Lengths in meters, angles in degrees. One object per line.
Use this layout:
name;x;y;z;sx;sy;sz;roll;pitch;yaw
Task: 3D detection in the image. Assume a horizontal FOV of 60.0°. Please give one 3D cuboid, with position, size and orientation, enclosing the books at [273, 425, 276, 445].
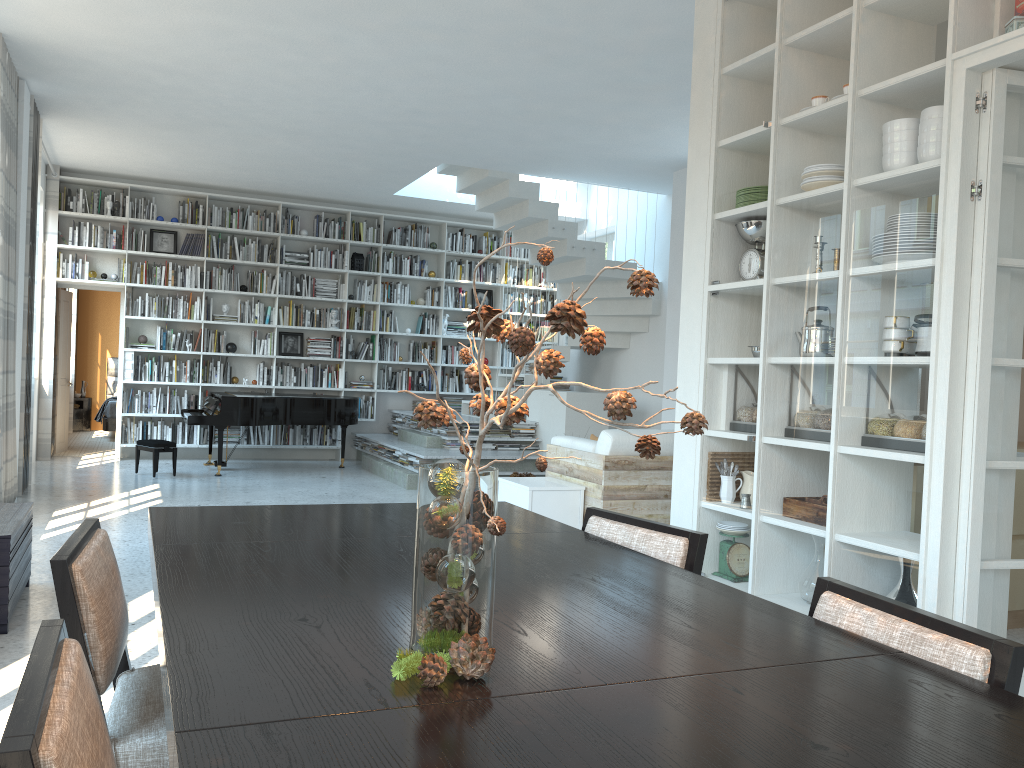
books;-2.929;0.615;10.896;0.026;0.256;0.183;2;1;-23

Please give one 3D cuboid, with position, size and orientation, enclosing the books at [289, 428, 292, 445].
books;-2.752;0.647;10.971;0.028;0.206;0.174;2;1;-23

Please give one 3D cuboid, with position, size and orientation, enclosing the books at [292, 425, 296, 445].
books;-2.706;0.605;11.010;0.026;0.294;0.155;2;1;-23

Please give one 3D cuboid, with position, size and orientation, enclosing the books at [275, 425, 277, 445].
books;-2.910;0.594;10.904;0.014;0.301;0.184;2;1;-23

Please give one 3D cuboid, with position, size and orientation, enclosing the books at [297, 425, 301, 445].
books;-2.655;0.624;11.035;0.028;0.261;0.132;2;1;-23

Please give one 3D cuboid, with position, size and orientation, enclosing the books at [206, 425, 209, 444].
books;-3.633;0.599;10.605;0.023;0.231;0.164;2;1;-23

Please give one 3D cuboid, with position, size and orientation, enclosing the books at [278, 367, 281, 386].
books;-2.870;-0.095;10.894;0.027;0.234;0.167;2;1;-23

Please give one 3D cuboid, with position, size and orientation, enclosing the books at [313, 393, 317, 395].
books;-2.455;0.261;11.024;0.013;0.303;0.181;2;1;-23

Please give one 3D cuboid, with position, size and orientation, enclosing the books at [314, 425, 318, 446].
books;-2.454;0.616;11.099;0.011;0.293;0.184;2;1;-23

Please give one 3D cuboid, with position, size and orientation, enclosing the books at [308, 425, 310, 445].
books;-2.550;0.628;11.077;0.024;0.262;0.131;2;1;-23

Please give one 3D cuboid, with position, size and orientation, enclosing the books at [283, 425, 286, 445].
books;-2.817;0.624;10.968;0.022;0.247;0.143;2;1;-23

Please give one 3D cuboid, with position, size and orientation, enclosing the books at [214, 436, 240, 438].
books;-3.435;0.637;10.690;0.285;0.007;0.159;2;1;-28

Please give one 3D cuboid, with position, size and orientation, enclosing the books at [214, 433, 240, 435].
books;-3.439;0.604;10.695;0.285;0.005;0.159;2;0;-25

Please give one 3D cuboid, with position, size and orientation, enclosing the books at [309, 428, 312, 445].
books;-2.525;0.654;11.098;0.040;0.212;0.129;2;1;-23

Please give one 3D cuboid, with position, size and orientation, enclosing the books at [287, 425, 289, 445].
books;-2.789;0.611;10.980;0.012;0.276;0.154;2;1;-23

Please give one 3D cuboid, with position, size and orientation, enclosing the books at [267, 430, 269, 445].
books;-3.005;0.650;10.875;0.024;0.180;0.171;2;1;-23

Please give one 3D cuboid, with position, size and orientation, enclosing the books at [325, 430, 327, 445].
books;-2.356;0.671;11.157;0.024;0.191;0.155;2;1;-23

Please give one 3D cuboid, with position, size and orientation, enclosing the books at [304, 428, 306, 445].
books;-2.594;0.651;11.050;0.022;0.213;0.167;2;1;-23

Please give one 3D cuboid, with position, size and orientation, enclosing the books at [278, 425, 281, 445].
books;-2.879;0.613;10.939;0.025;0.264;0.144;2;1;-23

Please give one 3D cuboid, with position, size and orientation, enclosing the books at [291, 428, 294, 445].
books;-2.738;0.653;11.010;0.030;0.197;0.143;2;1;-23

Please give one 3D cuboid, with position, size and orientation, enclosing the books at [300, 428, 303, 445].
books;-2.631;0.654;11.044;0.024;0.203;0.144;2;1;-23

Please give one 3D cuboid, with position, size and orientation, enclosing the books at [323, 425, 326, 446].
books;-2.367;0.637;11.140;0.011;0.258;0.171;2;1;-23

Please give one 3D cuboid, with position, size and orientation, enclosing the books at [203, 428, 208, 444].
books;-3.670;0.621;10.593;0.053;0.184;0.148;2;1;-23

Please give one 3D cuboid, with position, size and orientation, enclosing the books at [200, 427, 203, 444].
books;-3.708;0.612;10.584;0.025;0.198;0.160;2;1;-23

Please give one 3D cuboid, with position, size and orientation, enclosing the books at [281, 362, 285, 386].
books;-2.834;-0.122;10.941;0.027;0.290;0.140;2;1;-23

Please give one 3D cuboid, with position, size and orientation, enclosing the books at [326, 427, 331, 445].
books;-2.312;0.655;11.177;0.028;0.227;0.162;2;1;-23

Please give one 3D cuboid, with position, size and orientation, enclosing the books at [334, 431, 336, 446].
books;-2.251;0.680;11.202;0.023;0.182;0.148;2;1;-23

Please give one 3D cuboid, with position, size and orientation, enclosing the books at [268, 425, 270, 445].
books;-2.991;0.622;10.901;0.021;0.237;0.115;2;1;-23

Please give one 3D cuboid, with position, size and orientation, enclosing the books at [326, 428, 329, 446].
books;-2.331;0.665;11.157;0.022;0.205;0.191;2;1;-23

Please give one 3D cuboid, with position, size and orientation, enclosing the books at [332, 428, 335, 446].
books;-2.269;0.662;11.180;0.029;0.218;0.190;2;1;-23

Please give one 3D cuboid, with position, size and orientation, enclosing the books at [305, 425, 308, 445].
books;-2.572;0.590;11.048;0.014;0.336;0.182;2;1;-23

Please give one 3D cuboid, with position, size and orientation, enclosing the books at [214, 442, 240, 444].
books;-3.445;0.712;10.702;0.285;0.007;0.159;2;0;-23

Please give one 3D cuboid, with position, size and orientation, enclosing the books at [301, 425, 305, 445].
books;-2.607;0.614;11.039;0.013;0.285;0.184;2;1;-23

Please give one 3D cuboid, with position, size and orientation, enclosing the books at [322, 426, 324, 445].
books;-2.391;0.646;11.147;0.028;0.239;0.140;2;1;-23

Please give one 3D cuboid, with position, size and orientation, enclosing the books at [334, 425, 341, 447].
books;-2.194;0.639;11.150;0.038;0.269;0.277;2;1;-23

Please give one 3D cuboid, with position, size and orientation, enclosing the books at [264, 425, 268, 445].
books;-3.019;0.610;10.849;0.024;0.260;0.189;2;1;-23

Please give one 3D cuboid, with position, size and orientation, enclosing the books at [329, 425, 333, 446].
books;-2.290;0.641;11.177;0.013;0.256;0.176;2;1;-23

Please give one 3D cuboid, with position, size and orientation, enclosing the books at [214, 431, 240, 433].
books;-3.436;0.577;10.690;0.285;0.005;0.159;2;0;-27

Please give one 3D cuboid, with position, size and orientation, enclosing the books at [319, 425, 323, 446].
books;-2.399;0.607;11.116;0.013;0.317;0.186;2;1;-23

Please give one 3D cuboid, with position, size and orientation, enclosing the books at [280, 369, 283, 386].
books;-2.852;-0.081;10.916;0.024;0.208;0.170;2;1;-23

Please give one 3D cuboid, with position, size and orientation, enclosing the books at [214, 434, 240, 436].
books;-3.439;0.616;10.701;0.285;0.007;0.159;2;0;-23

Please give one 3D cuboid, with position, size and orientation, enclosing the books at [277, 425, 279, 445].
books;-2.899;0.615;10.941;0.010;0.259;0.131;2;1;-23

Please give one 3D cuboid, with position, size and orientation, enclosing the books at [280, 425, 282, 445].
books;-2.857;0.578;10.936;0.012;0.337;0.144;2;1;-23

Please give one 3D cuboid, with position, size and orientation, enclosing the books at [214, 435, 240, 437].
books;-3.438;0.623;10.699;0.285;0.007;0.159;2;0;-22

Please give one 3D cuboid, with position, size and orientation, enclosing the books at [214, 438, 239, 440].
books;-3.439;0.664;10.697;0.285;0.007;0.159;2;0;-21

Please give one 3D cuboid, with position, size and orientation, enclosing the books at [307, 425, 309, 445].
books;-2.561;0.614;11.055;0.014;0.288;0.184;2;1;-23

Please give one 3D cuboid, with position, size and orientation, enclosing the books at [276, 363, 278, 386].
books;-2.891;-0.117;10.896;0.011;0.275;0.145;2;1;-23

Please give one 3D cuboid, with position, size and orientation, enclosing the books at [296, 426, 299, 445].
books;-2.683;0.636;11.024;0.030;0.235;0.138;2;1;-23

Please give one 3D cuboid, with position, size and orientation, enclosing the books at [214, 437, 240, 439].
books;-3.437;0.650;10.692;0.285;0.007;0.159;2;0;-27

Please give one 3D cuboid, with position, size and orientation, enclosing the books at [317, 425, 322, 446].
books;-2.425;0.639;11.101;0.044;0.251;0.186;2;1;-23

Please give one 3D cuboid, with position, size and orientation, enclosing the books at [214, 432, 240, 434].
books;-3.440;0.588;10.697;0.285;0.005;0.159;2;0;-24

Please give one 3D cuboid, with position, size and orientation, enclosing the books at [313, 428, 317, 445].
books;-2.473;0.657;11.091;0.029;0.210;0.170;2;1;-23

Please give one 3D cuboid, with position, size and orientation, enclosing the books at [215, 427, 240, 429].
books;-3.431;0.534;10.688;0.285;0.005;0.159;2;0;-18

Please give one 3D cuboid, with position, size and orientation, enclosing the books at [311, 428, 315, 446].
books;-2.490;0.659;11.079;0.010;0.206;0.179;2;1;-23

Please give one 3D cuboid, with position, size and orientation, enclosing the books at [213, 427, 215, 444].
books;-3.588;0.575;10.633;0.027;0.282;0.129;2;1;-23

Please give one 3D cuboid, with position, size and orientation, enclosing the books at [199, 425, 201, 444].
books;-3.726;0.595;10.580;0.012;0.230;0.138;2;1;-23

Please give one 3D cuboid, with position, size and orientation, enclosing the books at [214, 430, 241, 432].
books;-3.434;0.566;10.693;0.285;0.005;0.159;2;0;-26

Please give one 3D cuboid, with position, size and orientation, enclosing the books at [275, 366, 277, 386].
books;-2.913;-0.102;10.895;0.029;0.244;0.154;2;1;-23

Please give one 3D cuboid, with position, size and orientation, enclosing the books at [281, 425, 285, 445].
books;-2.837;0.591;10.946;0.034;0.311;0.170;2;1;-23
